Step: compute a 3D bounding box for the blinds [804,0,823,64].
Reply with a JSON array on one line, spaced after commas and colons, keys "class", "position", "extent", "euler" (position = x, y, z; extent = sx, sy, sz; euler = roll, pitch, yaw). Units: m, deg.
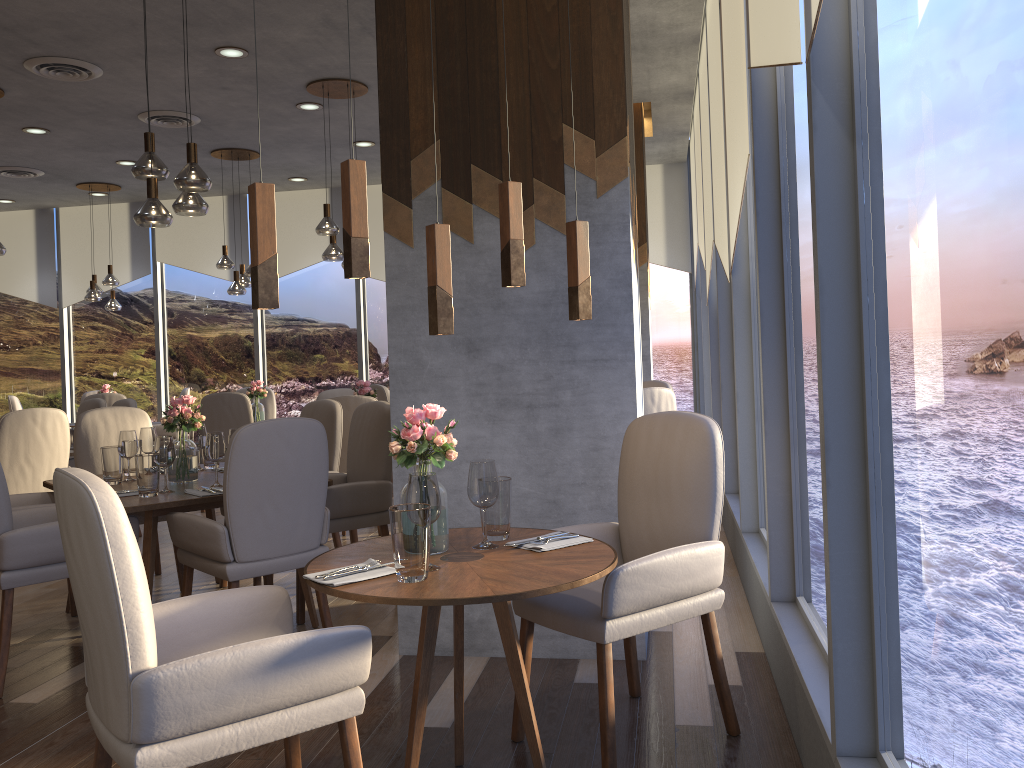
[{"class": "blinds", "position": [0.510, -2.034, 1.406], "extent": [0.007, 2.681, 1.173], "euler": [-2, 0, 10]}]

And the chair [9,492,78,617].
[{"class": "chair", "position": [-2.279, 0.661, 4.046], "extent": [0.600, 1.000, 0.528], "euler": [-2, 0, -37]}]

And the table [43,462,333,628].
[{"class": "table", "position": [-1.567, 0.795, 4.241], "extent": [0.965, 0.666, 1.306], "euler": [-3, 2, -39]}]

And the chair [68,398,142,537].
[{"class": "chair", "position": [-3.037, 0.620, 6.399], "extent": [0.600, 1.000, 0.528], "euler": [-2, 0, -44]}]

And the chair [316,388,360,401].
[{"class": "chair", "position": [-1.310, 0.541, 6.952], "extent": [0.528, 1.000, 0.599], "euler": [-2, 0, -14]}]

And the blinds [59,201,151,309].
[{"class": "blinds", "position": [-4.879, -2.262, 10.575], "extent": [1.173, 2.681, 0.007], "euler": [-2, 0, 10]}]

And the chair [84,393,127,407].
[{"class": "chair", "position": [-4.089, 0.585, 8.923], "extent": [0.528, 1.000, 0.599], "euler": [-2, 0, -27]}]

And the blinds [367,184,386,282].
[{"class": "blinds", "position": [-1.172, -2.226, 9.934], "extent": [1.173, 2.681, 0.007], "euler": [-2, 0, 10]}]

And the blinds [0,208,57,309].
[{"class": "blinds", "position": [-6.107, -2.224, 10.787], "extent": [1.173, 2.681, 0.007], "euler": [-2, 0, 10]}]

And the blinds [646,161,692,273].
[{"class": "blinds", "position": [1.279, -2.495, 9.510], "extent": [1.173, 2.681, 0.007], "euler": [-2, 0, 10]}]

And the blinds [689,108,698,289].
[{"class": "blinds", "position": [1.787, -2.298, 8.801], "extent": [0.007, 2.681, 1.173], "euler": [-2, 0, 10]}]

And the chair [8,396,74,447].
[{"class": "chair", "position": [-4.895, 0.605, 9.241], "extent": [0.600, 1.000, 0.528], "euler": [-2, 0, -24]}]

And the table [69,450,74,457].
[{"class": "table", "position": [-3.683, 0.818, 6.112], "extent": [1.306, 0.666, 0.965], "euler": [-1, 2, 43]}]

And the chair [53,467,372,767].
[{"class": "chair", "position": [-0.688, 0.662, 2.019], "extent": [0.600, 1.000, 0.528], "euler": [-2, 0, -37]}]

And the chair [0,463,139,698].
[{"class": "chair", "position": [-1.905, 0.660, 3.617], "extent": [0.600, 1.000, 0.528], "euler": [-2, 0, -44]}]

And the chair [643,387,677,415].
[{"class": "chair", "position": [0.671, 0.516, 5.325], "extent": [0.528, 1.000, 0.599], "euler": [-2, 0, -33]}]

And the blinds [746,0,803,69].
[{"class": "blinds", "position": [0.721, -2.100, 2.636], "extent": [0.007, 2.681, 1.173], "euler": [-2, 0, 10]}]

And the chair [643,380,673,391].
[{"class": "chair", "position": [0.821, 0.485, 6.222], "extent": [0.600, 1.000, 0.528], "euler": [-2, 0, -37]}]

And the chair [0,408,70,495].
[{"class": "chair", "position": [-3.081, 0.647, 5.548], "extent": [0.599, 1.000, 0.528], "euler": [-2, 0, 41]}]

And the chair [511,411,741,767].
[{"class": "chair", "position": [0.349, 0.602, 2.778], "extent": [0.600, 1.000, 0.528], "euler": [-2, 0, -38]}]

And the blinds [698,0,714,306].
[{"class": "blinds", "position": [1.372, -1.927, 6.337], "extent": [0.007, 2.681, 1.173], "euler": [-2, 0, 10]}]

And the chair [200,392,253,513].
[{"class": "chair", "position": [-2.424, 0.560, 7.680], "extent": [0.528, 1.000, 0.599], "euler": [-2, 0, -9]}]

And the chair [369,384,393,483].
[{"class": "chair", "position": [-1.031, 0.488, 8.421], "extent": [0.600, 1.000, 0.528], "euler": [-2, 0, -33]}]

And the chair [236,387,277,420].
[{"class": "chair", "position": [-2.584, 0.533, 8.830], "extent": [0.528, 1.000, 0.599], "euler": [-2, 0, -10]}]

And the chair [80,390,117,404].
[{"class": "chair", "position": [-4.600, 0.573, 9.966], "extent": [0.528, 1.000, 0.599], "euler": [-2, 0, -28]}]

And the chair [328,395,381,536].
[{"class": "chair", "position": [-1.063, 0.565, 5.817], "extent": [0.528, 1.000, 0.599], "euler": [-2, 0, -13]}]

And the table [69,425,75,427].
[{"class": "table", "position": [-4.326, 0.745, 9.481], "extent": [0.833, 0.662, 0.834], "euler": [-2, 1, 9]}]

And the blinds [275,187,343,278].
[{"class": "blinds", "position": [-2.412, -2.485, 10.148], "extent": [1.173, 2.681, 0.007], "euler": [-2, 0, 10]}]

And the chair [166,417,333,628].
[{"class": "chair", "position": [-1.051, 0.629, 3.616], "extent": [0.528, 1.000, 0.599], "euler": [-2, 0, -42]}]

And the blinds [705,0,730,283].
[{"class": "blinds", "position": [1.160, -1.876, 5.108], "extent": [0.007, 2.681, 1.173], "euler": [-2, 0, 10]}]

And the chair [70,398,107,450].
[{"class": "chair", "position": [-3.445, 0.624, 6.791], "extent": [0.528, 1.000, 0.600], "euler": [-2, 0, 41]}]

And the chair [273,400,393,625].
[{"class": "chair", "position": [-0.895, 0.599, 4.442], "extent": [0.600, 1.000, 0.528], "euler": [-2, 0, -37]}]

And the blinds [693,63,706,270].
[{"class": "blinds", "position": [1.575, -2.254, 7.570], "extent": [0.007, 2.681, 1.173], "euler": [-2, 0, 10]}]

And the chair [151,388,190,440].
[{"class": "chair", "position": [-3.824, 0.553, 9.689], "extent": [0.600, 1.000, 0.528], "euler": [-2, 0, -24]}]

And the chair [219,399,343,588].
[{"class": "chair", "position": [-1.250, 0.599, 4.882], "extent": [0.600, 1.000, 0.528], "euler": [-2, 0, -42]}]

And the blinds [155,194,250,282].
[{"class": "blinds", "position": [-3.656, -2.446, 10.363], "extent": [1.173, 2.681, 0.007], "euler": [-2, 0, 10]}]

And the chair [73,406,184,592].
[{"class": "chair", "position": [-2.120, 0.631, 4.879], "extent": [0.528, 1.000, 0.599], "euler": [-2, 0, -37]}]

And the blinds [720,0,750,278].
[{"class": "blinds", "position": [0.947, -1.850, 3.880], "extent": [0.007, 2.681, 1.173], "euler": [-2, 0, 10]}]
